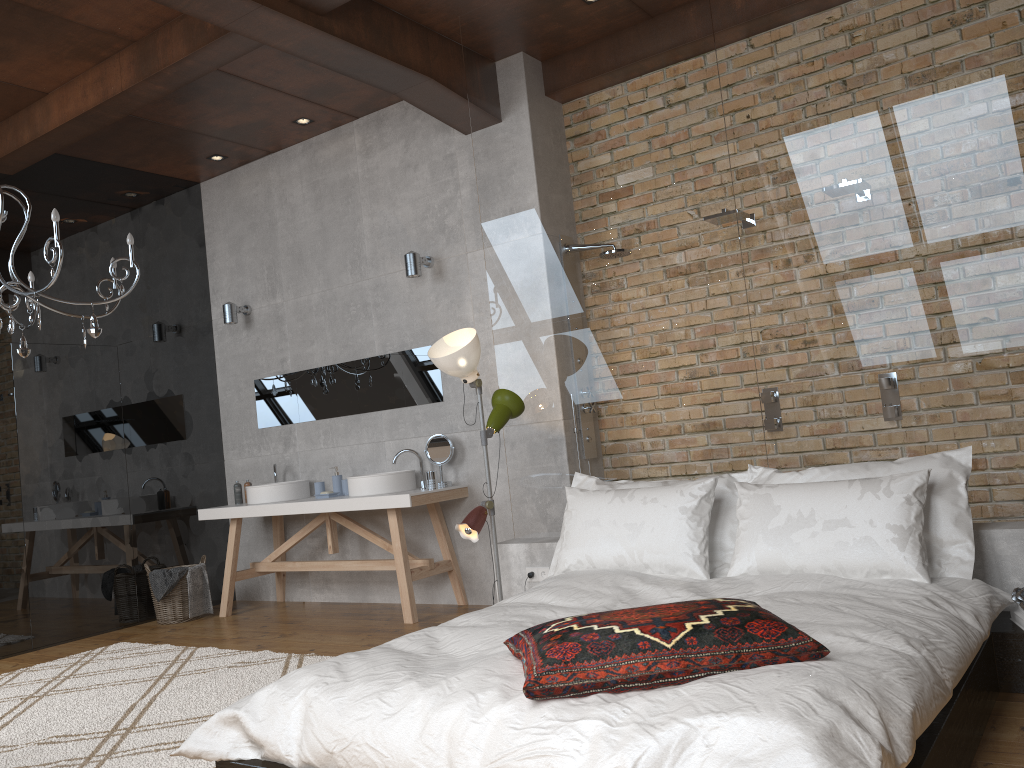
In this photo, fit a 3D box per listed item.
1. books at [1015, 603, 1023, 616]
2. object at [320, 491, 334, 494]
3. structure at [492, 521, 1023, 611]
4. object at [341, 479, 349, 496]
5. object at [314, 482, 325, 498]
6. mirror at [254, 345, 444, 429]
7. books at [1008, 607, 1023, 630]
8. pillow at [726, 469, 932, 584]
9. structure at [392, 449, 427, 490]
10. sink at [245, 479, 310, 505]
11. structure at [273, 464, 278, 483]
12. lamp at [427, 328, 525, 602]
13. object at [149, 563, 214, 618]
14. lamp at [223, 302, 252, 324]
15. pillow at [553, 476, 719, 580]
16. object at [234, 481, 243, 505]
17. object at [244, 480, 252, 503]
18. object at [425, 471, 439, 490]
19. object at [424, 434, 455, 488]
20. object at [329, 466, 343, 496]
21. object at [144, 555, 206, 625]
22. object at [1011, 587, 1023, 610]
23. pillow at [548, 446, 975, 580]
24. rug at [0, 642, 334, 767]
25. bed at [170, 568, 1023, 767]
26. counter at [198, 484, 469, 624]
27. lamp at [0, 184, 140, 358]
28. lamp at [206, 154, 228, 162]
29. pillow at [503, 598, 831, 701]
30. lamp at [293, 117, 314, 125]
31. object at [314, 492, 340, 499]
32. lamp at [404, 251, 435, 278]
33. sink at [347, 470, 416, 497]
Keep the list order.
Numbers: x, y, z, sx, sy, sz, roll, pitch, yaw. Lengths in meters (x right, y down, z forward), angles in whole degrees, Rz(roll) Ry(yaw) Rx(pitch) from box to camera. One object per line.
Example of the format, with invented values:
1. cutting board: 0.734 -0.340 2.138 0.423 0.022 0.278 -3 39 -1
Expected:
1. books: 1.816 0.754 2.989 0.184 0.030 0.175 -7 -4 18
2. object: -1.247 0.739 5.977 0.084 0.035 0.067 -9 -5 36
3. structure: 1.133 0.888 3.810 2.820 0.494 0.206 -9 -5 34
4. object: -1.122 0.704 6.044 0.075 0.108 0.075 -4 -5 -35
5. object: -1.317 0.728 6.085 0.075 0.108 0.075 -5 -4 -20
6. mirror: -1.215 0.042 6.306 1.838 0.377 0.007 -9 -5 34
7. books: 1.814 0.789 2.991 0.203 0.040 0.193 -7 -4 15
8. pillow: 1.166 0.541 3.298 0.748 0.385 0.291 -9 -5 34
9. structure: -0.638 0.552 5.767 0.242 0.268 0.141 -8 -4 29
10. sink: -1.663 0.769 6.317 0.445 0.128 0.442 -7 -4 16
11. structure: -1.751 0.723 6.533 0.242 0.268 0.141 -9 -5 39
12. lamp: -0.125 0.512 4.363 0.270 1.582 0.561 -8 -4 31
13. object: -2.374 1.471 6.269 0.378 0.361 0.357 -9 -5 40
14. lamp: -2.099 -0.543 6.786 0.101 0.168 0.243 -9 -5 34
15. pillow: 0.514 0.618 3.745 0.744 0.397 0.276 -9 -5 34
16. object: -2.023 0.802 6.551 0.058 0.172 0.058 -7 -4 13
17. object: -1.958 0.798 6.590 0.058 0.172 0.058 -8 -4 20
18. object: -0.496 0.597 5.494 0.073 0.111 0.073 -8 -4 26
19. object: -0.458 0.490 5.663 0.192 0.338 0.118 -6 -4 -9
20. object: -1.203 0.670 6.114 0.076 0.201 0.076 -8 -4 28
21. object: -2.381 1.465 6.318 0.393 0.432 0.393 -8 -4 26
22. object: 1.759 0.704 2.953 0.160 0.094 0.170 -3 -5 -44
23. pillow: 0.942 0.573 3.653 1.746 0.517 0.358 -9 -5 33
24. rug: -1.680 1.446 4.024 3.139 0.019 1.726 -9 -5 34
25. bed: 0.567 0.906 2.758 2.300 0.442 2.169 -9 -5 34
26. counter: -1.205 1.149 6.005 2.011 0.765 0.630 -9 -5 34
27. lamp: -2.762 -0.980 4.582 1.409 1.594 1.409 -4 -4 -33
28. lamp: -2.220 -1.711 6.675 0.115 0.027 0.113 -9 -5 34
29. pillow: 0.366 0.666 2.285 0.748 0.157 0.453 -6 -4 -6
30. lamp: -1.445 -1.830 6.141 0.115 0.027 0.113 -9 -5 34
31. object: -1.246 0.753 5.977 0.147 0.031 0.100 -9 -5 36
32. lamp: -0.597 -0.774 5.752 0.101 0.168 0.243 -9 -5 34
33. sink: -0.843 0.643 5.752 0.442 0.128 0.445 -6 -4 -2
